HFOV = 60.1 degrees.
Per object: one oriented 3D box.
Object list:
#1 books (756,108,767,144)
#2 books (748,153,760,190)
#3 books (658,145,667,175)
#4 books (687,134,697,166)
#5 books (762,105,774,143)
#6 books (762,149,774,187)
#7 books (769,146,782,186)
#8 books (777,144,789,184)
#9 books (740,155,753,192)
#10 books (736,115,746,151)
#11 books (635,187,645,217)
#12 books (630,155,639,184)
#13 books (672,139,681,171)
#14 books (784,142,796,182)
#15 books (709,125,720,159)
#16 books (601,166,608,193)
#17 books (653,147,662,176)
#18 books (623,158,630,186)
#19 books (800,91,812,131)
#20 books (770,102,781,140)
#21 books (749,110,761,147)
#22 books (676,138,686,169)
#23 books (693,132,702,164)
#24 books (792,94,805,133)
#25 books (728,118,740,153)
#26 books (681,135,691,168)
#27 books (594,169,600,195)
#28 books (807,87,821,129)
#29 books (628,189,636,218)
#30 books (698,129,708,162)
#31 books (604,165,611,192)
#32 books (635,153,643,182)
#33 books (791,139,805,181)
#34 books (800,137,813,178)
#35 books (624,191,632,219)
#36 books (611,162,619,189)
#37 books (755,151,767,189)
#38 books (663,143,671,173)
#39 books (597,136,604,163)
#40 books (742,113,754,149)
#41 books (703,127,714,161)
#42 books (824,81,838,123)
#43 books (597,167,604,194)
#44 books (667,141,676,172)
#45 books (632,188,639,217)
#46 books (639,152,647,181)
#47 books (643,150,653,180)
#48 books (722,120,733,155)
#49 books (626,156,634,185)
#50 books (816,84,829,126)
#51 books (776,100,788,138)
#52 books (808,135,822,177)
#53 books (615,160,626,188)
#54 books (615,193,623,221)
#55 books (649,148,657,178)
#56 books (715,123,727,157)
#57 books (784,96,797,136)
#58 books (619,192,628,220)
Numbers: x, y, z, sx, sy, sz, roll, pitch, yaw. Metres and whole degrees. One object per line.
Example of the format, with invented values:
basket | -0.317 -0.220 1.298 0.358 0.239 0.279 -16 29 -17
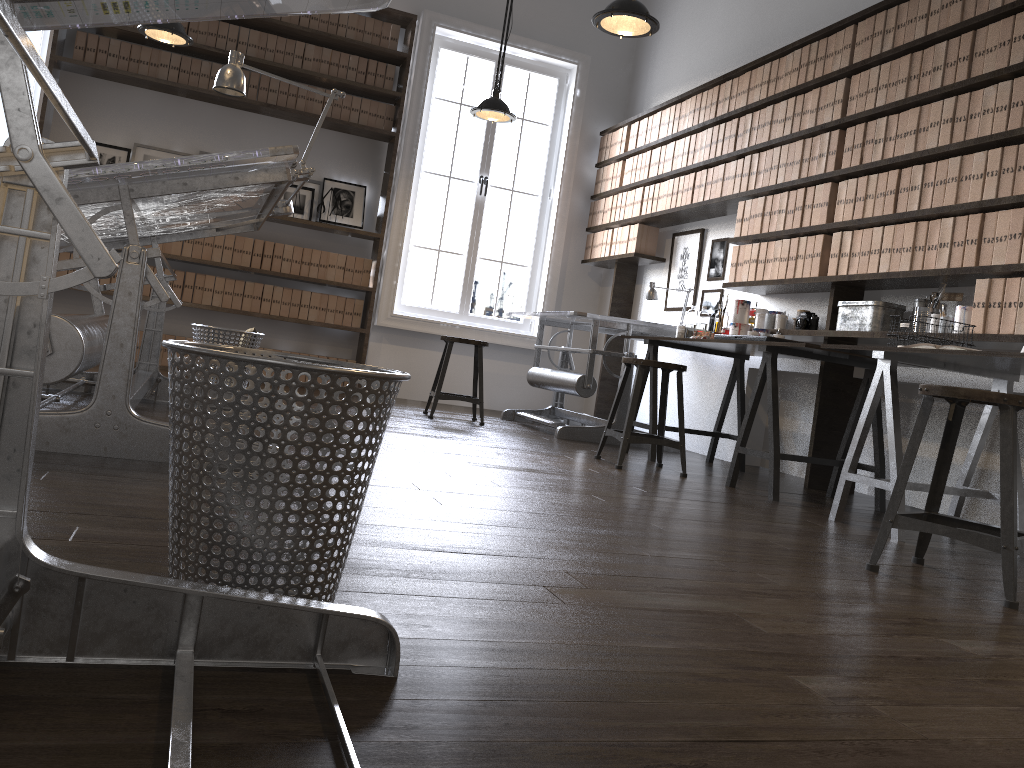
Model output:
books | 1.551 -1.504 5.251 0.174 0.226 0.067 8 -1 -19
books | 1.505 -1.240 5.256 0.174 0.226 0.067 8 -1 -19
books | 1.156 -1.589 6.380 0.174 0.226 0.067 8 -1 -19
books | 1.291 -1.560 5.992 0.174 0.226 0.067 8 -1 -19
books | 1.568 -1.499 5.186 0.174 0.226 0.067 8 -1 -19
books | 1.553 -1.229 5.125 0.174 0.226 0.067 8 -1 -19
books | 1.573 -1.225 5.058 0.174 0.226 0.067 8 -1 -19
books | 1.599 -1.219 4.990 0.174 0.226 0.067 8 -1 -19
books | 1.478 -1.245 5.324 0.174 0.226 0.067 8 -1 -19
books | 1.481 -1.519 5.453 0.174 0.226 0.067 8 -1 -19
books | 1.027 -1.343 6.611 0.174 0.226 0.067 8 -1 -19
books | 1.011 -1.620 6.774 0.174 0.226 0.067 8 -1 -19
books | 1.223 -1.575 6.186 0.174 0.226 0.067 8 -1 -19
books | 1.621 -1.215 4.931 0.174 0.226 0.067 8 -1 -19
books | 1.380 -1.540 5.722 0.174 0.226 0.067 8 -1 -19
books | 0.834 -1.664 7.292 0.174 0.226 0.067 8 -1 -19
books | 1.129 -1.595 6.446 0.174 0.226 0.067 8 -1 -19
books | 0.967 -1.630 6.912 0.174 0.226 0.067 8 -1 -19
books | 1.688 -1.474 4.865 0.174 0.226 0.067 8 -1 -19
books | 1.594 -1.494 5.124 0.174 0.226 0.067 8 -1 -19
books | 1.528 -1.509 5.318 0.174 0.226 0.067 8 -1 -19
books | 1.242 -1.570 6.126 0.174 0.226 0.067 8 -1 -19
books | 1.316 -1.555 5.927 0.174 0.226 0.067 8 -1 -19
books | 1.663 -1.479 4.931 0.174 0.226 0.067 8 -1 -19
books | 1.451 -1.525 5.521 0.174 0.226 0.067 8 -1 -19
books | 1.264 -1.565 6.057 0.174 0.226 0.067 8 -1 -19
books | 0.789 -1.674 7.428 0.174 0.226 0.067 8 -1 -19
books | 1.704 -1.470 4.797 0.174 0.226 0.067 8 -1 -19
books | 0.987 -1.352 6.743 0.174 0.226 0.067 8 -1 -19
books | 1.335 -1.550 5.860 0.174 0.226 0.067 8 -1 -19
books | 0.857 -1.660 7.233 0.174 0.226 0.067 8 -1 -19
books | 1.036 -1.615 6.716 0.174 0.226 0.067 8 -1 -19
books | 1.639 -1.210 4.867 0.174 0.226 0.067 8 -1 -19
books | 1.666 -1.205 4.805 0.174 0.226 0.067 8 -1 -19
books | 0.965 -1.357 6.809 0.174 0.226 0.067 8 -1 -19
books | 0.902 -1.650 7.107 0.174 0.226 0.067 8 -1 -19
books | 1.532 -1.234 5.192 0.174 0.226 0.067 8 -1 -19
books | 1.179 -1.584 6.313 0.174 0.226 0.067 8 -1 -19
books | 0.821 -1.950 7.442 0.174 0.226 0.067 8 -1 -19
books | 1.501 -1.514 5.384 0.174 0.226 0.067 8 -1 -19
books | 1.356 -1.545 5.790 0.174 0.226 0.067 8 -1 -19
books | 1.750 -1.460 4.676 0.174 0.226 0.067 8 -1 -19
books | 0.809 -1.670 7.360 0.174 0.226 0.067 8 -1 -19
books | 1.196 -1.580 6.248 0.174 0.226 0.067 8 -1 -19
books | 1.010 -1.347 6.672 0.174 0.226 0.067 8 -1 -19
books | 1.060 -1.610 6.655 0.174 0.226 0.067 8 -1 -19
books | 1.080 -1.605 6.583 0.174 0.226 0.067 8 -1 -19
books | 1.432 -1.529 5.593 0.174 0.226 0.067 8 -1 -19
books | 0.987 -1.625 6.842 0.174 0.226 0.067 8 -1 -19
books | 1.731 -1.465 4.736 0.174 0.226 0.067 8 -1 -19
books | 1.614 -1.490 5.065 0.174 0.226 0.067 8 -1 -19
books | 1.690 -1.200 4.738 0.174 0.226 0.067 8 -1 -19
books | 0.926 -1.645 7.040 0.174 0.226 0.067 8 -1 -19
books | 0.912 -1.368 6.941 0.174 0.226 0.067 8 -1 -19
books | 1.110 -1.599 6.514 0.174 0.226 0.067 8 -1 -19
books | 1.405 -1.535 5.664 0.174 0.226 0.067 8 -1 -19
books | 1.636 -1.485 4.996 0.174 0.226 0.067 8 -1 -19
books | 0.939 -1.362 6.874 0.174 0.226 0.067 8 -1 -19
